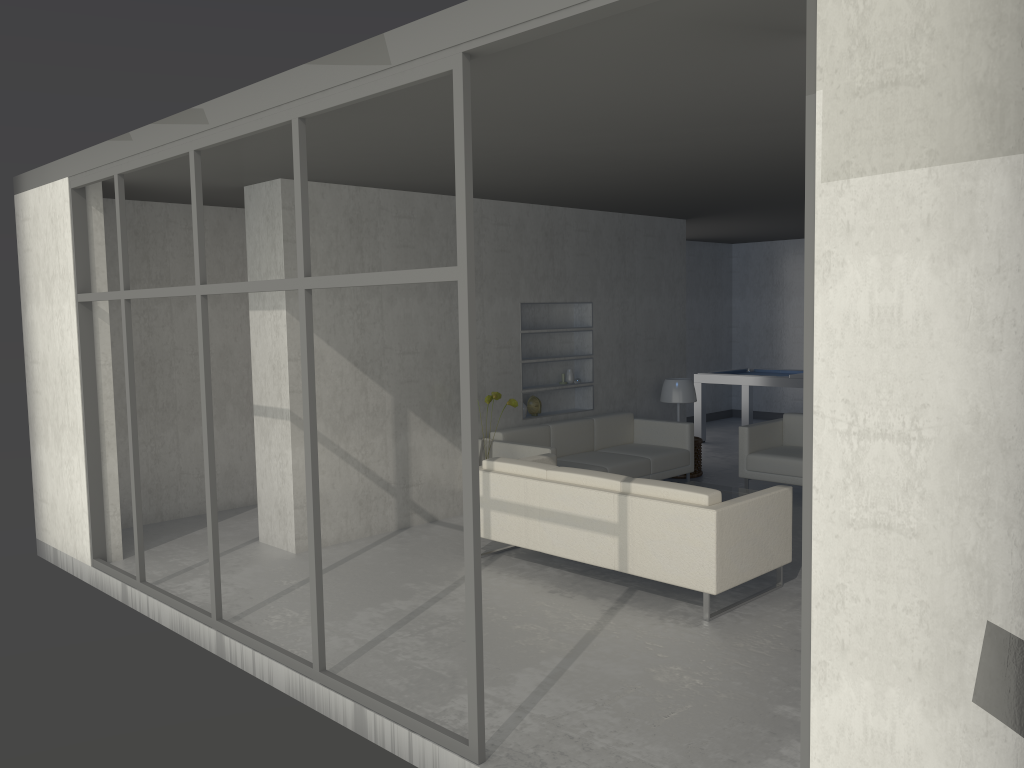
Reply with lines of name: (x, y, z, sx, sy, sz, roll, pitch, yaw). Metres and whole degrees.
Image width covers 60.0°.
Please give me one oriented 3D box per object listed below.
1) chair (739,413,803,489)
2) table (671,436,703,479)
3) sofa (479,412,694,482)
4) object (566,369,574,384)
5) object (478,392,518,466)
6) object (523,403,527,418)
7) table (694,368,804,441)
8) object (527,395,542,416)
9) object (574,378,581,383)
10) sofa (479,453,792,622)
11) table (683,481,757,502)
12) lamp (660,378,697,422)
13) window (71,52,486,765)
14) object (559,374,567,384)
chair: (2.465, 0.611, 7.555, 0.821, 0.662, 0.748, -6, 7, -45)
table: (1.609, 0.701, 8.551, 0.452, 0.358, 0.452, 1, 5, 20)
sofa: (0.676, 0.653, 7.481, 1.881, 0.658, 0.821, -6, 7, -45)
object: (0.526, -0.071, 8.059, 0.079, 0.130, 0.079, 3, 7, 43)
object: (-0.123, 0.535, 6.744, 0.400, 1.051, 0.387, -3, 5, -17)
object: (0.090, 0.225, 7.652, 0.086, 0.128, 0.086, -4, 6, -34)
table: (3.320, 0.267, 10.218, 1.180, 0.835, 2.095, -6, 7, -45)
object: (0.213, 0.189, 7.736, 0.088, 0.179, 0.163, 2, 6, 35)
object: (0.599, -0.031, 8.055, 0.064, 0.050, 0.064, -5, 6, -39)
sofa: (0.655, 0.824, 5.432, 0.821, 0.658, 1.881, -6, 7, -45)
table: (1.490, 0.934, 6.747, 0.730, 0.190, 0.773, -6, 7, -45)
lamp: (1.598, 0.242, 8.512, 0.347, 0.582, 0.347, 0, 5, 14)
window: (-1.569, 0.031, 4.511, 0.037, 2.477, 4.080, -6, 7, -45)
object: (0.462, -0.046, 8.006, 0.074, 0.094, 0.074, 0, 5, 9)
